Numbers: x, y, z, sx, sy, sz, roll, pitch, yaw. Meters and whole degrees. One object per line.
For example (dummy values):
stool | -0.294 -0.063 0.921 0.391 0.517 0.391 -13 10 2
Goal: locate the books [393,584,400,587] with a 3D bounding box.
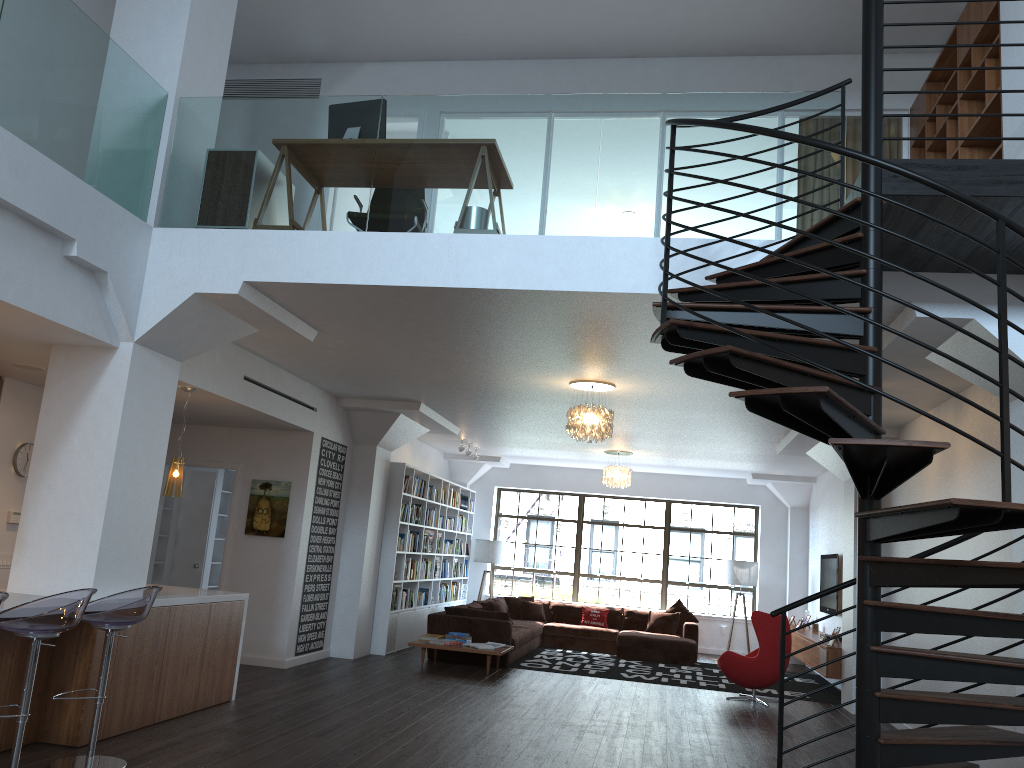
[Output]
books | -1.576 2.602 11.466 0.223 0.027 0.161 1 -12 20

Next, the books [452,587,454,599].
books | -1.063 3.448 14.625 0.174 0.240 0.048 3 -11 10

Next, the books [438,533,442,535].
books | -1.202 2.282 13.536 0.224 0.030 0.161 1 -12 20

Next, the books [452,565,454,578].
books | -1.043 3.058 14.553 0.161 0.223 0.030 3 -11 10

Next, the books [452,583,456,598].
books | -1.046 3.452 14.753 0.198 0.284 0.066 3 -11 10

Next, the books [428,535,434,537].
books | -1.285 2.259 13.218 0.223 0.027 0.161 5 -11 0

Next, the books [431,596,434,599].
books | -1.329 3.223 13.429 0.254 0.032 0.174 2 -11 15

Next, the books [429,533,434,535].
books | -1.264 2.233 13.211 0.144 0.024 0.208 2 -11 15

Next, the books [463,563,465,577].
books | -0.906 3.211 15.315 0.172 0.235 0.112 3 -11 10

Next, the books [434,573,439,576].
books | -1.259 2.898 13.515 0.251 0.037 0.160 2 -11 15

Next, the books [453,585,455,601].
books | -1.040 3.456 14.691 0.183 0.253 0.037 3 -11 10

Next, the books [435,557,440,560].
books | -1.217 2.662 13.552 0.185 0.041 0.129 0 -12 24

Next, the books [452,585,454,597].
books | -1.062 3.434 14.585 0.183 0.253 0.036 3 -11 10

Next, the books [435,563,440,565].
books | -1.233 2.747 13.551 0.223 0.032 0.161 3 -11 10

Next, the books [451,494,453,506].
books | -1.043 1.858 14.269 0.161 0.223 0.026 3 -11 10

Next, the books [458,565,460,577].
books | -0.965 3.162 15.007 0.161 0.221 0.035 3 -11 10

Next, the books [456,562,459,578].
books | -0.992 3.111 14.880 0.183 0.253 0.042 3 -11 10

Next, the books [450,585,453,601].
books | -1.074 3.420 14.517 0.183 0.253 0.036 3 -11 10

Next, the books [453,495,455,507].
books | -1.022 1.881 14.399 0.168 0.231 0.037 3 -11 10

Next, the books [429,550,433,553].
books | -1.284 2.479 13.138 0.171 0.039 0.246 3 -11 10

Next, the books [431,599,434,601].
books | -1.328 3.255 13.419 0.284 0.033 0.197 6 -11 -4

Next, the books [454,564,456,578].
books | -1.019 3.081 14.660 0.161 0.223 0.030 3 -11 10

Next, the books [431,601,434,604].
books | -1.331 3.288 13.413 0.284 0.035 0.197 3 -11 10

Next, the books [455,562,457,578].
books | -1.012 3.090 14.764 0.171 0.246 0.036 3 -11 10

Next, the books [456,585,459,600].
books | -0.995 3.521 14.988 0.171 0.246 0.057 3 -11 10

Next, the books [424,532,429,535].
books | -1.318 2.152 12.811 0.174 0.045 0.240 3 -11 10

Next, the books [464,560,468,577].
books | -0.867 3.234 15.565 0.176 0.290 0.053 3 -11 10

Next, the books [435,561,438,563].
books | -1.210 2.718 13.538 0.161 0.026 0.223 5 -11 0

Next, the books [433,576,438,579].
books | -1.261 2.934 13.505 0.246 0.038 0.171 3 -11 10

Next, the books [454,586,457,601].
books | -1.025 3.483 14.807 0.189 0.247 0.057 3 -11 10

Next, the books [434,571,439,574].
books | -1.256 2.865 13.546 0.259 0.040 0.180 3 -11 10

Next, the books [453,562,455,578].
books | -1.034 3.052 14.595 0.174 0.251 0.051 3 -11 10

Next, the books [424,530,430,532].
books | -1.311 2.112 12.795 0.223 0.027 0.161 1 -12 20

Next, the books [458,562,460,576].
books | -0.976 3.132 14.978 0.160 0.251 0.039 3 -11 10

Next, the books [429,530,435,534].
books | -1.255 2.200 13.213 0.129 0.043 0.185 0 -12 24

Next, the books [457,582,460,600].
books | -0.982 3.515 15.072 0.176 0.290 0.053 3 -11 10

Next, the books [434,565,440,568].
books | -1.243 2.780 13.539 0.253 0.040 0.183 3 -11 10

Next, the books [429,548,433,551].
books | -1.284 2.441 13.144 0.160 0.039 0.251 2 -11 15

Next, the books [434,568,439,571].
books | -1.241 2.822 13.538 0.231 0.044 0.168 4 -11 5

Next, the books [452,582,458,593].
books | -0.997 3.469 14.858 0.140 0.298 0.044 3 -11 10

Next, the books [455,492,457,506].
books | -1.002 1.884 14.466 0.183 0.253 0.034 3 -11 10

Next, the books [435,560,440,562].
books | -1.215 2.695 13.552 0.208 0.024 0.144 2 -11 15

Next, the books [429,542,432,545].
books | -1.286 2.360 13.171 0.168 0.045 0.231 4 -11 5

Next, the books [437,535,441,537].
books | -1.205 2.309 13.523 0.223 0.031 0.161 3 -11 10

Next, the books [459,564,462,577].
books | -0.956 3.168 15.094 0.168 0.228 0.139 3 -11 10

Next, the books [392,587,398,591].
books | -1.583 2.642 11.482 0.174 0.045 0.240 5 -11 0

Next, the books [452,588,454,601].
books | -1.048 3.451 14.661 0.160 0.250 0.027 3 -11 10

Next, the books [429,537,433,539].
books | -1.277 2.284 13.187 0.161 0.033 0.223 3 -11 10

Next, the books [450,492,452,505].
books | -1.055 1.842 14.191 0.161 0.223 0.027 3 -11 10

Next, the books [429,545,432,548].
books | -1.305 2.399 13.151 0.180 0.042 0.259 3 -11 10

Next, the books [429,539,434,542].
books | -1.275 2.318 13.173 0.183 0.042 0.253 3 -11 10

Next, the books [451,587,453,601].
books | -1.064 3.427 14.550 0.183 0.253 0.037 3 -11 10
